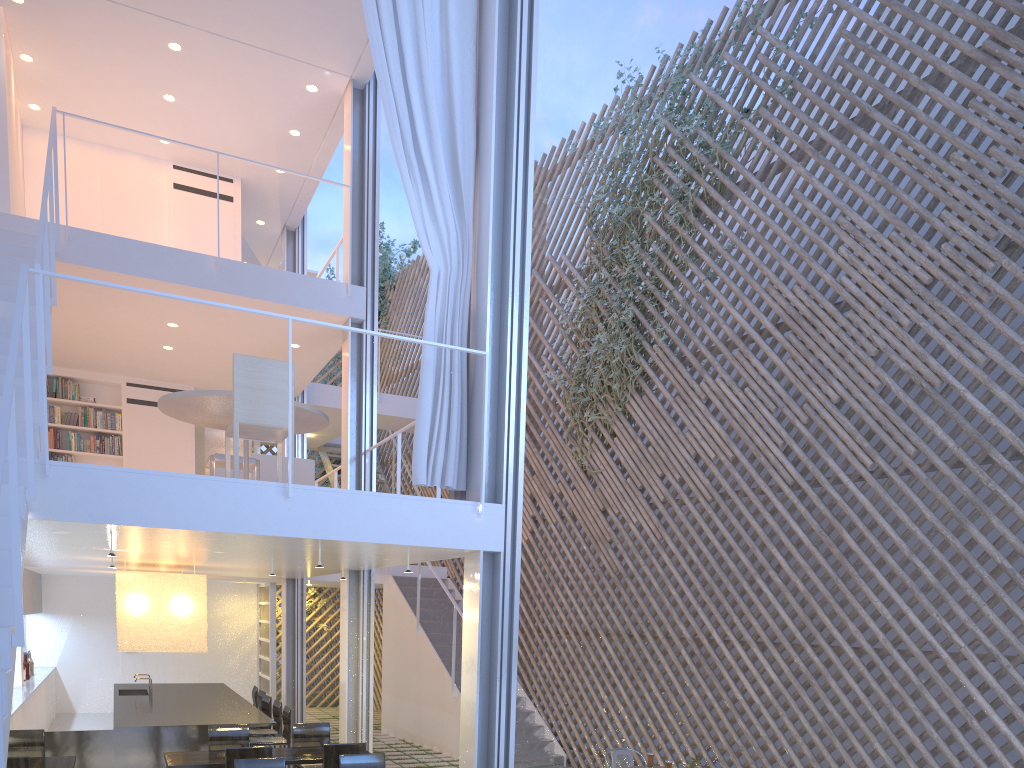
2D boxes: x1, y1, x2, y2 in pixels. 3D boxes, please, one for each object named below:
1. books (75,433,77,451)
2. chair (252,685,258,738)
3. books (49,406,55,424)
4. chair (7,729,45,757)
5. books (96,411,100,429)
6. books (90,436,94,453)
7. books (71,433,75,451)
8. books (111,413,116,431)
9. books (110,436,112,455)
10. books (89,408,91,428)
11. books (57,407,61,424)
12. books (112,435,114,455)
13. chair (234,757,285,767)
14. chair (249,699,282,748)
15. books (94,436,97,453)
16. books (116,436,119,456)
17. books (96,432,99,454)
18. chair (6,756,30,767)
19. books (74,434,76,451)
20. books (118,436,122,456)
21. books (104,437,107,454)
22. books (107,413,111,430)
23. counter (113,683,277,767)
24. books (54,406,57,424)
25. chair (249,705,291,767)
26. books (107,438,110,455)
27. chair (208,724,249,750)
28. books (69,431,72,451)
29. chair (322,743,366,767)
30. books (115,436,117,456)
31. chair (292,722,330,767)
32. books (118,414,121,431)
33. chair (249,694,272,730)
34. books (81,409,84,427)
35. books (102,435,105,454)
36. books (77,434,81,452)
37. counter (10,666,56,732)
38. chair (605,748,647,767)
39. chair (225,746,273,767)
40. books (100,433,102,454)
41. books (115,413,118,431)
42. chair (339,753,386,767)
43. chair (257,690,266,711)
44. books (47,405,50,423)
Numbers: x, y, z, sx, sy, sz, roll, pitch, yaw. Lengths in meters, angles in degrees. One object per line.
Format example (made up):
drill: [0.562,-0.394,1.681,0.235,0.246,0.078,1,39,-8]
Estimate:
books: [-3.003,0.411,5.672,0.007,0.128,0.096,-1,0,-26]
chair: [-2.030,2.465,6.136,0.241,0.437,0.188,1,3,-23]
books: [-2.529,0.565,4.064,0.039,1.625,3.677,-1,-10,-21]
chair: [-2.192,1.762,3.660,0.192,0.436,0.236,0,2,-26]
books: [-2.392,0.579,4.138,0.034,1.597,3.696,0,-11,-17]
books: [-2.915,0.429,5.716,0.021,0.123,0.092,-1,0,-26]
books: [-3.020,0.408,5.664,0.015,0.128,0.095,-1,0,-26]
books: [-2.375,0.583,4.163,0.045,1.588,3.693,0,-11,-15]
books: [-2.811,0.440,5.764,0.008,0.133,0.095,-1,0,-26]
books: [-2.435,0.585,4.150,0.023,1.647,3.627,0,-11,-17]
books: [-2.535,0.572,4.081,0.030,1.628,3.650,-1,-10,-20]
books: [-2.798,0.438,5.772,0.009,0.145,0.090,-1,2,-26]
chair: [-0.947,1.660,3.152,0.192,0.436,0.236,0,2,-26]
chair: [-1.601,2.221,5.221,0.241,0.437,0.188,1,3,-27]
books: [-2.899,0.431,5.726,0.015,0.126,0.089,-1,0,-26]
books: [-2.774,0.443,5.786,0.011,0.144,0.086,-1,2,-26]
books: [-2.885,0.420,5.731,0.015,0.152,0.087,-1,2,-26]
chair: [-1.974,1.642,3.208,0.192,0.436,0.236,0,2,-26]
books: [-3.011,0.414,5.671,0.006,0.120,0.090,-1,0,-26]
books: [-2.761,0.446,5.793,0.020,0.145,0.083,-1,2,-26]
books: [-2.839,0.441,5.752,0.015,0.123,0.093,-1,0,-26]
books: [-2.383,0.581,4.139,0.037,1.598,3.726,0,-11,-15]
counter: [-2.218,2.307,5.527,0.823,0.364,2.579,7,-16,-24]
books: [-2.523,0.553,4.076,0.036,1.596,3.657,-1,-10,-21]
chair: [-1.458,2.140,4.915,0.241,0.437,0.188,1,3,-24]
books: [-2.826,0.446,5.763,0.018,0.120,0.085,-1,0,-26]
chair: [-1.374,1.895,4.036,0.192,0.436,0.236,0,2,-26]
books: [-3.035,0.400,5.659,0.015,0.141,0.088,-1,1,-26]
chair: [-0.801,1.845,3.792,0.192,0.436,0.236,0,2,-26]
books: [-2.783,0.443,5.780,0.010,0.140,0.089,-1,1,-26]
chair: [-1.004,1.957,4.213,0.192,0.436,0.236,0,2,-26]
books: [-2.348,0.589,4.165,0.038,1.596,3.718,0,-11,-14]
chair: [-1.757,2.300,5.520,0.241,0.437,0.188,1,3,-30]
books: [-2.440,0.565,4.096,0.123,1.597,3.716,0,-11,-18]
books: [-2.856,0.432,5.751,0.015,0.142,0.078,-1,2,-26]
books: [-2.996,0.415,5.689,0.021,0.130,0.070,-1,2,-26]
counter: [-3.383,2.286,5.666,0.233,0.424,3.723,1,-14,-26]
chair: [0.583,1.984,4.038,0.264,0.378,0.247,2,0,-25]
chair: [-1.171,1.783,3.615,0.192,0.436,0.236,0,2,-26]
books: [-2.867,0.424,5.742,0.011,0.153,0.082,-1,3,-26]
books: [-2.367,0.596,4.157,0.037,1.622,3.719,0,-11,-14]
chair: [-0.578,1.722,3.330,0.192,0.436,0.236,0,2,-26]
chair: [-1.887,2.384,5.831,0.241,0.437,0.188,1,3,-28]
books: [-2.541,0.556,4.086,0.027,1.594,3.615,-1,-10,-22]
